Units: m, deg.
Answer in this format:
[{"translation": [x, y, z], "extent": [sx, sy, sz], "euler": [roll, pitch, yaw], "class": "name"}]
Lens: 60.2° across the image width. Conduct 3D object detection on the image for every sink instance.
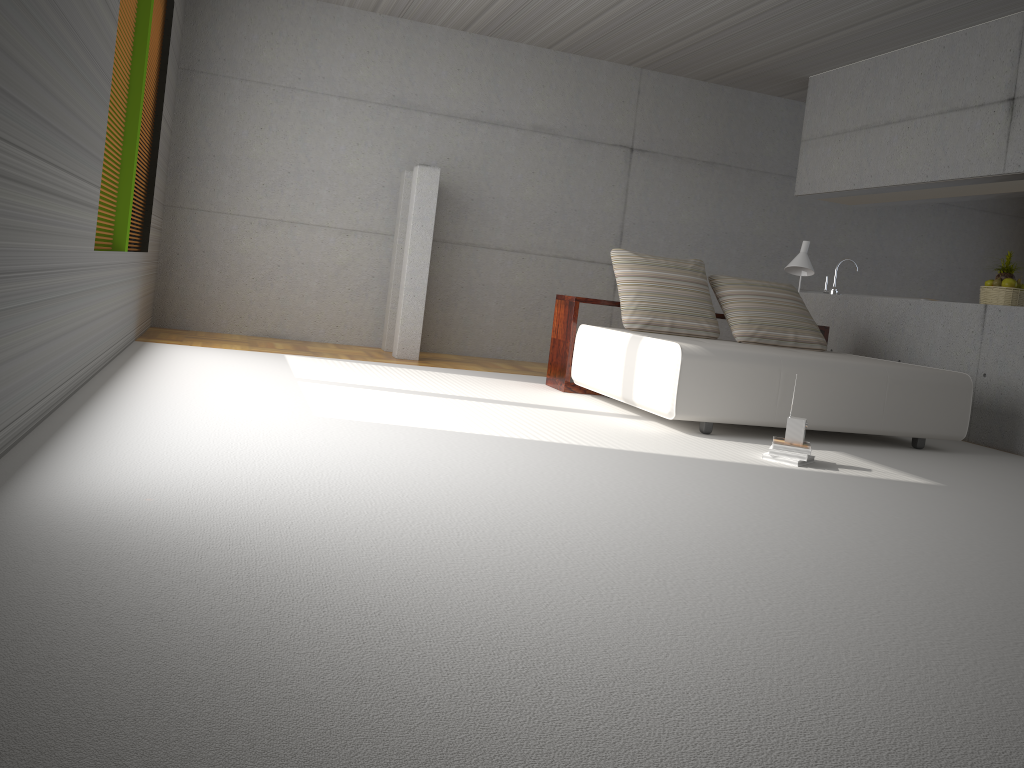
[{"translation": [3.385, -0.842, 8.031], "extent": [0.764, 0.538, 1.715], "euler": [5, 6, -18], "class": "sink"}]

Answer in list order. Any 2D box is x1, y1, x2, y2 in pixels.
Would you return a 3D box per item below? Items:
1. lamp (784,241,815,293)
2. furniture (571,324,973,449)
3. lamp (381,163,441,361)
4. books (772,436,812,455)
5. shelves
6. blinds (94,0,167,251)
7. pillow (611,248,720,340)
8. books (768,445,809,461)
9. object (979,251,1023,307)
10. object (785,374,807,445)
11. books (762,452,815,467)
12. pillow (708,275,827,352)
[{"translation": [2.416, -0.858, 7.380], "extent": [0.322, 0.698, 0.246], "euler": [5, 3, -37], "class": "lamp"}, {"translation": [1.703, 0.003, 6.129], "extent": [2.163, 0.520, 1.624], "euler": [5, 6, -18], "class": "furniture"}, {"translation": [-0.926, -1.102, 8.006], "extent": [0.199, 1.687, 0.802], "euler": [6, 3, -18], "class": "lamp"}, {"translation": [1.455, 0.320, 4.604], "extent": [0.189, 0.032, 0.265], "euler": [9, 6, 16], "class": "books"}, {"translation": [1.429, -0.231, 7.077], "extent": [2.245, 0.714, 0.402], "euler": [5, 3, -18], "class": "shelves"}, {"translation": [-2.335, -1.720, 5.361], "extent": [0.012, 2.038, 3.556], "euler": [6, 5, -18], "class": "blinds"}, {"translation": [1.159, -0.674, 6.643], "extent": [0.799, 0.608, 0.493], "euler": [5, 4, -18], "class": "pillow"}, {"translation": [1.445, 0.352, 4.601], "extent": [0.190, 0.032, 0.265], "euler": [9, 7, 21], "class": "books"}, {"translation": [3.785, -0.800, 6.764], "extent": [0.367, 0.441, 0.335], "euler": [5, 4, -32], "class": "object"}, {"translation": [1.472, 0.128, 4.552], "extent": [0.090, 0.365, 0.185], "euler": [8, 3, 22], "class": "object"}, {"translation": [1.441, 0.384, 4.602], "extent": [0.190, 0.032, 0.264], "euler": [11, 8, 36], "class": "books"}, {"translation": [1.978, -0.550, 6.856], "extent": [0.805, 0.516, 0.582], "euler": [5, 4, -17], "class": "pillow"}]
